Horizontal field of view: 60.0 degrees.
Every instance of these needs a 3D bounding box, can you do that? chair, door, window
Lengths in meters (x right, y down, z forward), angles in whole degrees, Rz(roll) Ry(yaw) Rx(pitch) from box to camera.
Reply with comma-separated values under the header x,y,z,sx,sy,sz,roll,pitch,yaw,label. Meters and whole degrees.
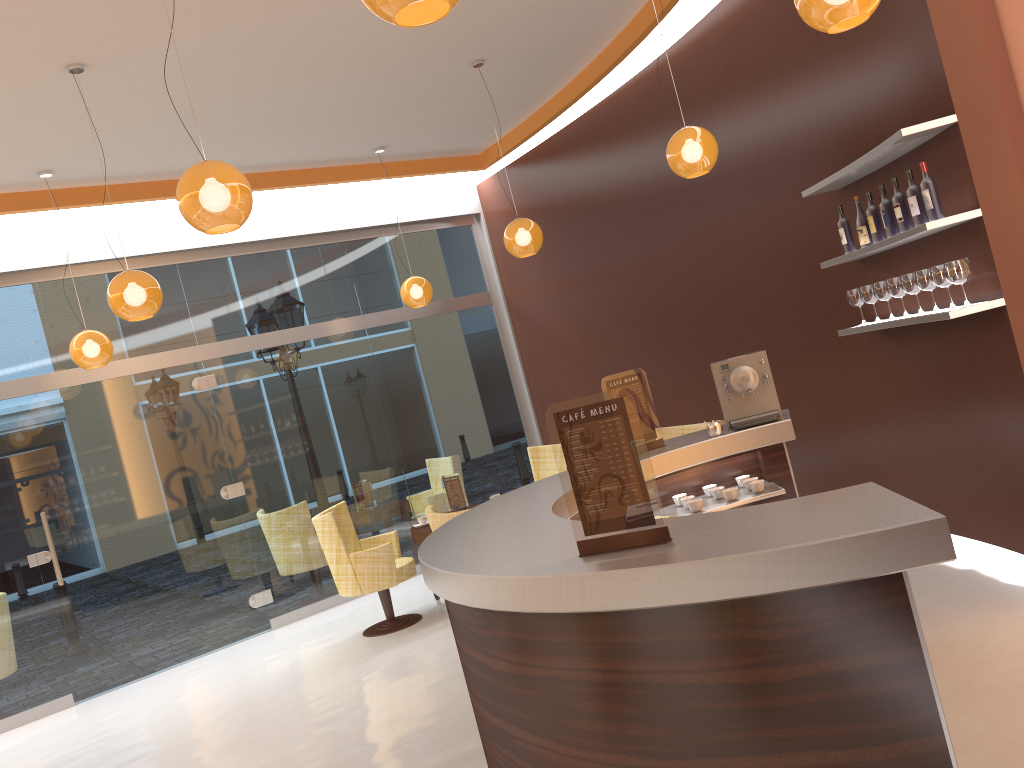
x,y,z,sx,sy,sz,roll,pitch,yaw,label
-0.030,1.132,5.220,0.729,1.017,0.685,-15,0,34,chair
-1.113,1.415,6.948,0.685,1.017,0.729,-15,0,-2,chair
1.229,0.804,6.150,0.685,1.017,0.729,-15,0,-27,chair
-3.133,1.176,7.511,1.640,2.499,0.020,-15,0,-34,door
0.327,1.040,7.537,0.685,1.017,0.729,-15,0,-31,chair
-3.259,0.692,7.511,8.200,3.380,0.040,-15,0,-34,window

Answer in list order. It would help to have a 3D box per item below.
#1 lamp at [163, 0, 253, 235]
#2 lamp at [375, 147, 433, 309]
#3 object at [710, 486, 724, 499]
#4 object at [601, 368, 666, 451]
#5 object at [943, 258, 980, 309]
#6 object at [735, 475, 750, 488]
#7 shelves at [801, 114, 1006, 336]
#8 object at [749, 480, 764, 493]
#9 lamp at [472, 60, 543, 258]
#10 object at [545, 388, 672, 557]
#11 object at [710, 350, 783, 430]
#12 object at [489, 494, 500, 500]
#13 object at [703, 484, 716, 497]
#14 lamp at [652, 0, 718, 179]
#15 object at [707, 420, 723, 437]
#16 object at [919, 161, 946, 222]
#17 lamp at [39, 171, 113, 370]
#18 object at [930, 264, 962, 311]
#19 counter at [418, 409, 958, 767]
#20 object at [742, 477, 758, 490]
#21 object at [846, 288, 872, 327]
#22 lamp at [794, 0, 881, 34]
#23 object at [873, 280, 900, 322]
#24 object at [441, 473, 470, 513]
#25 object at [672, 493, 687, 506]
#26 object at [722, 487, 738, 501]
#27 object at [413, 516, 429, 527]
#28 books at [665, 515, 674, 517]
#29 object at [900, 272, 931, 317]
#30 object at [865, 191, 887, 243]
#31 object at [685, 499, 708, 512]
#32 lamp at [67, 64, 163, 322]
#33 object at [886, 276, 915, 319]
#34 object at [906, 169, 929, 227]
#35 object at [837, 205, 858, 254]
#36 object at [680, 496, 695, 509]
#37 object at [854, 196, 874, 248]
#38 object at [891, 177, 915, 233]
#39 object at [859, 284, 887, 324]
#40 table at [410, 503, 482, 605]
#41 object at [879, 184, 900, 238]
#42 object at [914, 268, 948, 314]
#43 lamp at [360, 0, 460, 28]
x,y,z,sx,sy,sz,roll,pitch,yaw,label
-1.365,-1.355,3.613,0.299,1.500,0.299,-15,0,34,lamp
-1.033,-1.438,8.160,0.299,1.500,0.299,-15,0,24,lamp
0.983,0.519,4.206,0.073,0.050,0.086,-15,0,-29,object
0.600,0.142,4.430,0.258,0.414,0.052,-15,0,-20,object
2.104,-0.469,4.149,0.125,0.221,0.125,-15,0,-9,object
1.136,0.479,4.340,0.073,0.050,0.086,-15,0,-1,object
1.620,-0.662,3.080,0.586,0.902,4.744,-15,0,14,shelves
1.140,0.478,4.110,0.073,0.050,0.086,-15,0,-1,object
-0.070,-1.690,6.661,0.299,1.500,0.299,-15,0,34,lamp
0.245,0.233,2.337,0.258,0.414,0.052,-15,0,25,object
1.173,0.030,4.447,0.270,0.340,0.373,-15,0,11,object
-0.128,0.947,7.301,0.153,0.069,0.153,-15,0,-11,object
0.971,0.522,4.322,0.073,0.050,0.086,-15,0,-19,object
0.893,-1.942,5.161,0.299,1.500,0.299,-15,0,35,lamp
0.989,0.214,4.324,0.075,0.077,0.075,-15,0,25,object
1.998,-0.916,4.234,0.073,0.297,0.073,-15,0,-24,object
-3.291,-0.850,6.612,0.299,1.500,0.299,-15,0,31,lamp
2.120,-0.474,4.318,0.125,0.221,0.125,-15,0,-9,object
0.574,0.930,3.438,1.586,1.100,2.917,-15,0,11,counter
1.139,0.478,4.216,0.073,0.050,0.086,-15,0,24,object
2.081,-0.463,5.303,0.125,0.221,0.125,-15,0,-9,object
0.969,-1.964,3.053,0.299,1.500,0.299,-15,0,-16,lamp
2.110,-0.470,4.983,0.125,0.221,0.125,-15,0,-9,object
-0.462,0.897,7.198,0.209,0.335,0.042,-15,0,31,object
0.816,0.563,4.281,0.073,0.050,0.086,-15,0,-12,object
1.011,0.512,4.088,0.073,0.050,0.086,-15,0,11,object
-0.714,1.100,7.102,0.153,0.069,0.153,-15,0,-33,object
0.619,0.635,4.084,0.193,0.009,0.189,-15,0,-35,books
2.122,-0.474,4.656,0.125,0.221,0.125,-15,0,-9,object
2.004,-0.918,4.902,0.073,0.297,0.073,-15,0,26,object
0.840,0.556,4.049,0.086,0.050,0.073,-15,0,-22,object
-2.328,-1.103,5.112,0.299,1.500,0.299,-15,0,-23,lamp
2.116,-0.472,4.819,0.125,0.221,0.125,-15,0,-9,object
2.005,-0.918,4.399,0.073,0.297,0.073,-15,0,-36,object
1.966,-0.907,5.225,0.073,0.297,0.073,-15,0,-24,object
0.834,0.558,4.167,0.073,0.050,0.086,-15,0,-27,object
1.997,-0.921,5.045,0.086,0.303,0.086,-15,0,35,object
2.008,-0.919,4.574,0.073,0.297,0.073,-15,0,-24,object
2.098,-0.467,5.146,0.125,0.221,0.125,-15,0,-9,object
-0.311,1.381,7.162,0.872,0.679,0.874,-15,0,13,table
2.009,-0.919,4.735,0.073,0.297,0.073,-15,0,-24,object
2.122,-0.474,4.488,0.125,0.221,0.125,-15,0,-9,object
-0.402,-1.607,2.113,0.299,1.500,0.299,-15,0,-16,lamp
